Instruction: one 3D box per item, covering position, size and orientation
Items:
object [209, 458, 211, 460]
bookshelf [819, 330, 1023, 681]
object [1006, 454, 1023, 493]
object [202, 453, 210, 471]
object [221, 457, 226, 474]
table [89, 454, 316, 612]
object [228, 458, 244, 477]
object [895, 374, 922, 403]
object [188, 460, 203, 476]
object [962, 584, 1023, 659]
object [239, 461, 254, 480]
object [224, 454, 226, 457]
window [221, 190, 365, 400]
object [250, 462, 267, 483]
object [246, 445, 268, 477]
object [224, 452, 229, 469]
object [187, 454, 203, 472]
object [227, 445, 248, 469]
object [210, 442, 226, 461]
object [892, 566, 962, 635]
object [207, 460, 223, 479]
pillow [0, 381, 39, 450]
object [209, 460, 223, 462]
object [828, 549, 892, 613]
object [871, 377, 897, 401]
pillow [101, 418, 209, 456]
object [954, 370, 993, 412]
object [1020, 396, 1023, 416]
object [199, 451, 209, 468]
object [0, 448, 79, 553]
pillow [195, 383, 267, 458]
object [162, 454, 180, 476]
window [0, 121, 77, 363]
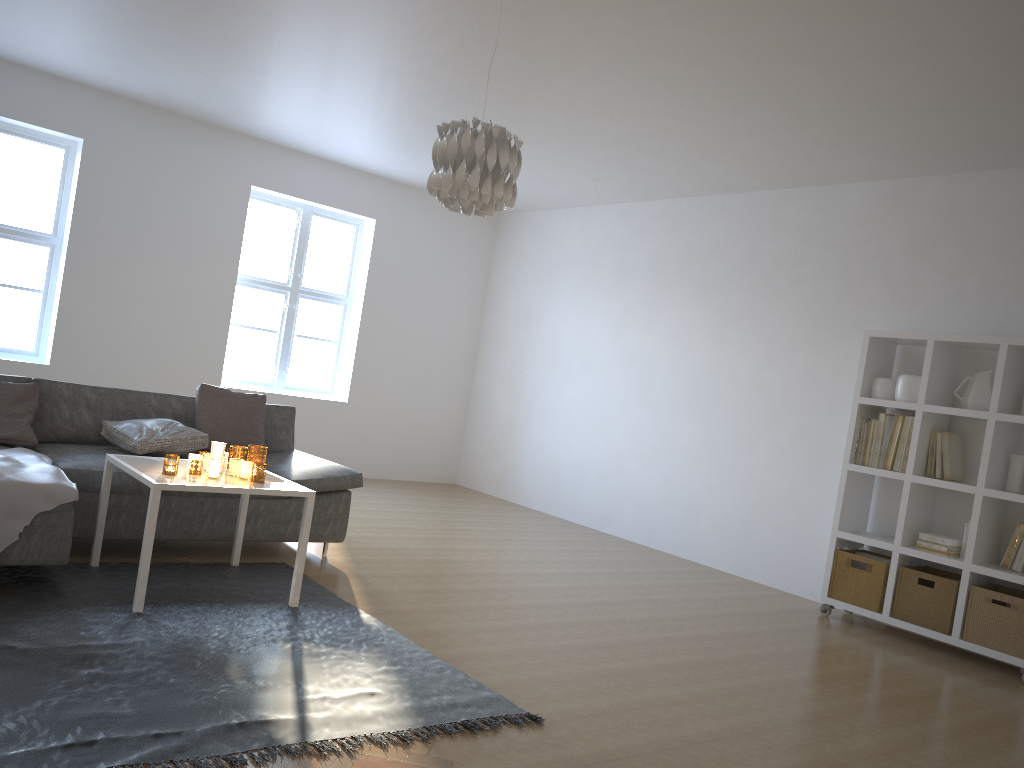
[{"bbox_3d":[-1.269,0.355,3.788,0.060,0.073,0.060,9,1,32],"label":"object"},{"bbox_3d":[2.503,0.616,5.015,0.330,1.757,1.238,8,1,-38],"label":"bookshelf"},{"bbox_3d":[2.741,0.489,4.823,0.099,0.203,0.099,9,1,23],"label":"object"},{"bbox_3d":[-1.332,0.346,3.908,0.060,0.073,0.060,9,0,-13],"label":"object"},{"bbox_3d":[-1.282,0.354,3.865,0.060,0.073,0.060,9,0,8],"label":"object"},{"bbox_3d":[-1.356,0.634,3.860,0.675,0.504,0.714,9,0,-38],"label":"table"},{"bbox_3d":[-1.207,0.365,3.873,0.060,0.073,0.060,9,1,41],"label":"object"},{"bbox_3d":[2.408,0.041,5.273,0.287,0.169,0.174,9,0,-31],"label":"object"},{"bbox_3d":[-1.333,0.353,3.740,0.052,0.058,0.050,9,0,21],"label":"object"},{"bbox_3d":[2.654,1.256,4.713,0.324,0.298,0.323,9,0,-38],"label":"object"},{"bbox_3d":[-1.152,0.374,3.841,0.060,0.073,0.060,9,1,41],"label":"object"},{"bbox_3d":[-1.317,0.348,3.971,0.060,0.073,0.060,9,0,-13],"label":"object"},{"bbox_3d":[-2.000,-0.772,8.007,1.202,1.710,0.077,9,1,-38],"label":"window"},{"bbox_3d":[-1.088,0.381,3.812,0.060,0.079,0.060,9,1,42],"label":"object"},{"bbox_3d":[-1.128,0.344,3.911,0.090,0.140,0.087,9,1,22],"label":"object"},{"bbox_3d":[-1.325,0.347,4.038,0.060,0.073,0.060,9,0,14],"label":"object"},{"bbox_3d":[-1.363,0.341,3.811,0.060,0.073,0.060,9,0,-13],"label":"object"},{"bbox_3d":[-1.264,0.341,4.083,0.080,0.104,0.080,9,1,42],"label":"object"},{"bbox_3d":[-1.246,0.285,3.754,0.060,0.073,0.060,9,0,-22],"label":"object"},{"bbox_3d":[2.410,1.219,5.025,0.324,0.298,0.323,9,0,-38],"label":"object"},{"bbox_3d":[-1.250,0.358,3.724,0.060,0.073,0.060,9,1,32],"label":"object"},{"bbox_3d":[-2.523,0.134,4.302,0.415,0.311,0.336,9,0,-33],"label":"pillow"},{"bbox_3d":[-1.249,0.356,3.724,0.056,0.066,0.056,9,0,14],"label":"object"},{"bbox_3d":[2.161,1.181,5.342,0.324,0.298,0.323,9,0,-38],"label":"object"},{"bbox_3d":[2.256,0.034,5.374,0.141,0.137,0.141,9,0,-36],"label":"object"},{"bbox_3d":[-1.865,0.283,4.645,0.405,0.194,0.405,9,0,38],"label":"pillow"},{"bbox_3d":[2.631,0.037,5.043,0.165,0.251,0.165,9,1,7],"label":"object"},{"bbox_3d":[2.807,0.089,4.773,0.100,0.203,0.100,9,1,1],"label":"object"},{"bbox_3d":[-1.393,0.339,3.987,0.054,0.068,0.047,9,1,12],"label":"object"},{"bbox_3d":[-2.244,0.493,3.560,0.813,0.437,0.725,9,0,-40],"label":"object"},{"bbox_3d":[-1.613,0.216,5.094,0.427,0.390,0.241,9,1,-38],"label":"pillow"},{"bbox_3d":[-1.400,0.331,3.642,0.060,0.079,0.060,9,1,-44],"label":"object"},{"bbox_3d":[-3.943,-1.084,6.445,1.202,1.710,0.077,9,1,-38],"label":"window"}]
